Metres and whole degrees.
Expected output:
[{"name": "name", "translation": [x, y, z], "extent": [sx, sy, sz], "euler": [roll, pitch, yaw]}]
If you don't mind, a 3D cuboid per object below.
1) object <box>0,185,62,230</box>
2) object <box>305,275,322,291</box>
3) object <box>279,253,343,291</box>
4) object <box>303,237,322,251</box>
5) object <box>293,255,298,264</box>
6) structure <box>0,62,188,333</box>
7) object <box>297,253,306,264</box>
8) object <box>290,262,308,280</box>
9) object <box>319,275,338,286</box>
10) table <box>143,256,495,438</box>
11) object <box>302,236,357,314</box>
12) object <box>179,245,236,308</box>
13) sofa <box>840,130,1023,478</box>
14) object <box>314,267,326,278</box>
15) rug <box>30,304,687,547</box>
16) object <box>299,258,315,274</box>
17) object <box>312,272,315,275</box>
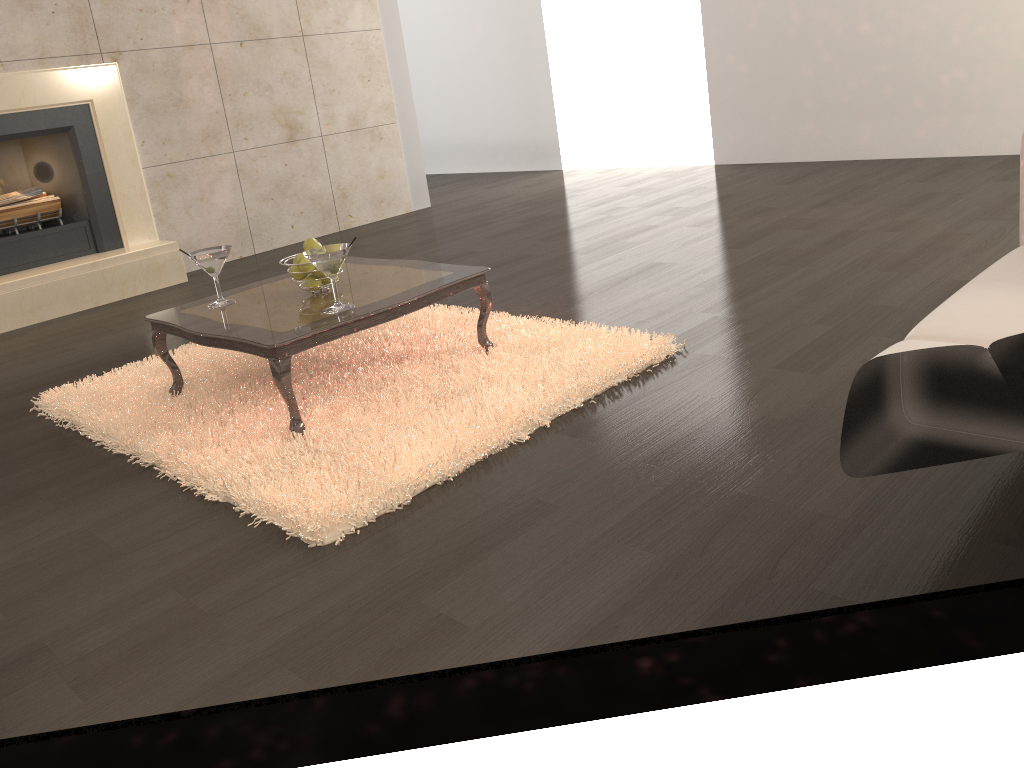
[{"name": "object", "translation": [-2.872, -1.000, 5.042], "extent": [0.222, 0.206, 0.525], "euler": [8, 25, 44]}, {"name": "object", "translation": [-0.674, -0.344, 2.988], "extent": [0.055, 0.053, 0.056], "euler": [-19, 19, -31]}, {"name": "object", "translation": [-0.668, -0.381, 3.017], "extent": [0.233, 0.115, 0.241], "euler": [-8, 18, 2]}, {"name": "object", "translation": [-0.681, -0.469, 3.007], "extent": [0.063, 0.062, 0.064], "euler": [8, 23, 44]}, {"name": "object", "translation": [-0.725, -0.418, 3.044], "extent": [0.062, 0.053, 0.062], "euler": [5, 22, 38]}, {"name": "structure", "translation": [-2.802, -1.037, 4.906], "extent": [0.592, 1.303, 1.560], "euler": [6, 22, 44]}, {"name": "object", "translation": [-0.703, -0.421, 2.979], "extent": [0.050, 0.048, 0.046], "euler": [-17, 19, -28]}, {"name": "object", "translation": [-0.725, -0.384, 2.996], "extent": [0.060, 0.060, 0.063], "euler": [-5, 17, 11]}, {"name": "object", "translation": [-0.634, -0.372, 3.033], "extent": [0.067, 0.062, 0.071], "euler": [-8, 17, 2]}, {"name": "table", "translation": [-0.650, -0.173, 3.055], "extent": [0.920, 0.294, 0.926], "euler": [10, 26, 42]}, {"name": "object", "translation": [-0.554, -0.335, 2.712], "extent": [0.152, 0.211, 0.155], "euler": [4, 20, 37]}, {"name": "object", "translation": [-1.022, -0.379, 3.028], "extent": [0.151, 0.211, 0.156], "euler": [-2, 17, 21]}, {"name": "sofa", "translation": [1.054, 0.004, 1.339], "extent": [0.950, 0.633, 2.074], "euler": [9, 25, 43]}, {"name": "object", "translation": [-0.638, -0.390, 2.966], "extent": [0.066, 0.064, 0.068], "euler": [-5, 17, 13]}, {"name": "rug", "translation": [-0.608, -0.039, 3.088], "extent": [2.014, 0.065, 1.544], "euler": [11, 27, 43]}, {"name": "object", "translation": [-0.683, -0.394, 2.938], "extent": [0.053, 0.053, 0.056], "euler": [-6, 17, 9]}, {"name": "object", "translation": [-0.681, -0.402, 3.075], "extent": [0.051, 0.047, 0.053], "euler": [6, 22, 39]}]
